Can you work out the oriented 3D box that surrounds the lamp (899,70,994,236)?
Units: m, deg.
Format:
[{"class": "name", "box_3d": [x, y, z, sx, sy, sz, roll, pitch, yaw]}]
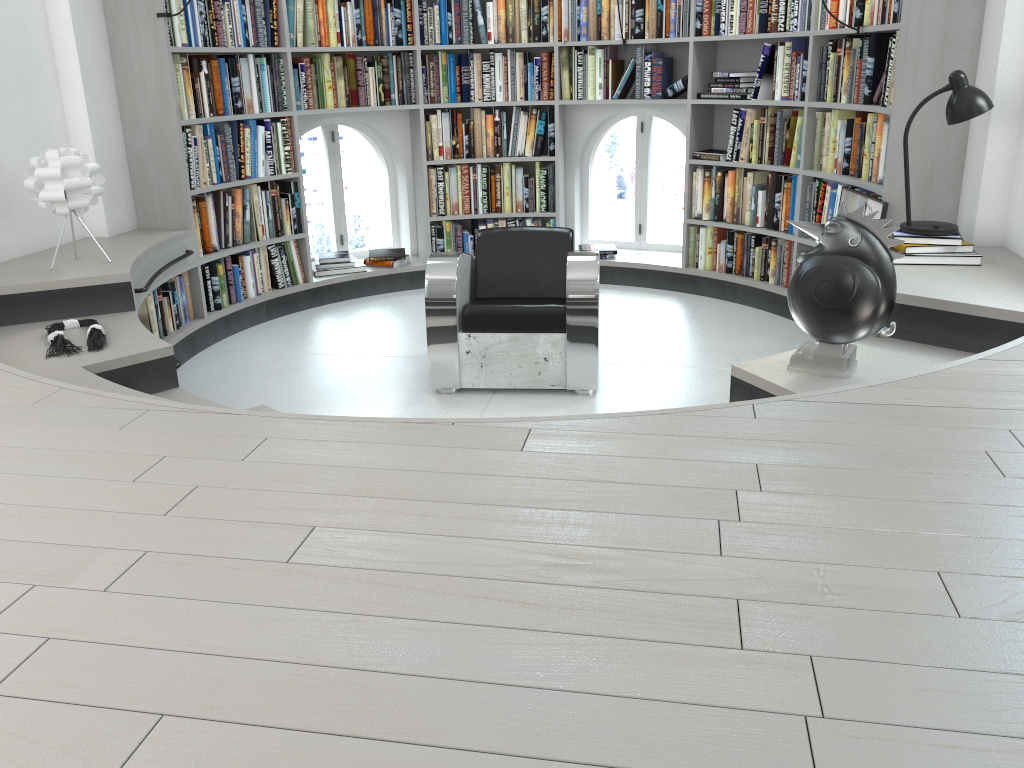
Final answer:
[{"class": "lamp", "box_3d": [1.798, -0.960, 3.689, 0.323, 0.654, 0.235, 8, 21, 25]}]

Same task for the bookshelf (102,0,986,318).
[{"class": "bookshelf", "box_3d": [0.181, -1.551, 5.490, 4.333, 1.864, 2.127, 2, 20, 10]}]

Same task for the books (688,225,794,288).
[{"class": "books", "box_3d": [1.664, -0.782, 5.551, 0.360, 0.308, 1.507, -11, 22, -25]}]

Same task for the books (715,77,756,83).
[{"class": "books", "box_3d": [1.448, -1.935, 5.634, 0.214, 0.036, 0.228, -12, 22, -27]}]

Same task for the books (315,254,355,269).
[{"class": "books", "box_3d": [-1.260, -0.869, 6.296, 0.269, 0.031, 0.288, -6, 20, -12]}]

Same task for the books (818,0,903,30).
[{"class": "books", "box_3d": [1.880, -1.981, 4.436, 0.293, 0.359, 1.023, -4, 20, -6]}]

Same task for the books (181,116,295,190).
[{"class": "books", "box_3d": [-1.716, -1.395, 5.318, 0.261, 0.356, 1.027, 8, 22, 26]}]

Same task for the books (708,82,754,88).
[{"class": "books", "box_3d": [1.449, -1.906, 5.643, 0.270, 0.031, 0.287, -12, 22, -27]}]

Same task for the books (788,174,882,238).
[{"class": "books", "box_3d": [1.894, -0.916, 4.844, 0.304, 0.355, 1.194, -4, 20, -7]}]

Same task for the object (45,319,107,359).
[{"class": "object", "box_3d": [-1.746, -0.191, 3.548, 0.218, 0.081, 0.476, -11, 22, -24]}]

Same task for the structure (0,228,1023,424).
[{"class": "structure", "box_3d": [-0.053, -0.361, 4.446, 4.724, 0.687, 4.737, -14, 23, -32]}]

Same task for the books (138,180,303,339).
[{"class": "books", "box_3d": [-1.811, -0.790, 5.264, 0.391, 0.689, 1.654, 5, 21, 20]}]

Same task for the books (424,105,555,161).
[{"class": "books", "box_3d": [-0.149, -1.791, 6.303, 0.997, 0.348, 0.300, -3, 19, -5]}]

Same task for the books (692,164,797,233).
[{"class": "books", "box_3d": [1.535, -1.211, 5.684, 0.273, 0.347, 0.877, -15, 24, -35]}]

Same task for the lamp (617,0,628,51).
[{"class": "lamp", "box_3d": [0.655, -2.427, 5.658, 0.113, 0.561, 0.360, 4, 20, 17]}]

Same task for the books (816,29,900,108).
[{"class": "books", "box_3d": [1.889, -1.615, 4.545, 0.279, 0.355, 1.062, -3, 20, -3]}]

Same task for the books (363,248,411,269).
[{"class": "books", "box_3d": [-0.899, -0.908, 6.399, 0.318, 0.099, 0.294, 3, 20, 12]}]

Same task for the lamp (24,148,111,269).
[{"class": "lamp", "box_3d": [-2.026, -0.810, 4.061, 0.305, 0.520, 0.308, -2, 19, 0]}]

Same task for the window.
[{"class": "window", "box_3d": [-0.158, -1.465, 6.512, 3.231, 1.141, 0.622, -3, 19, -3]}]

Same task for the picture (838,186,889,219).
[{"class": "picture", "box_3d": [1.752, -0.555, 4.604, 0.090, 0.855, 0.584, -1, 19, 1]}]

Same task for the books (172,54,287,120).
[{"class": "books", "box_3d": [-1.752, -1.763, 5.240, 0.303, 0.345, 1.096, 8, 22, 25]}]

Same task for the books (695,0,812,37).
[{"class": "books", "box_3d": [1.518, -2.289, 5.311, 0.307, 0.364, 0.975, -15, 23, -33]}]

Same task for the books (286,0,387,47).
[{"class": "books", "box_3d": [-1.189, -2.374, 5.749, 0.795, 0.370, 0.270, -15, 23, -33]}]

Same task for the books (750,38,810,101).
[{"class": "books", "box_3d": [1.697, -1.859, 5.238, 0.256, 0.347, 0.556, -13, 23, -30]}]

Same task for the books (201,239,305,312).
[{"class": "books", "box_3d": [-1.701, -0.718, 5.617, 0.283, 0.317, 0.925, 9, 22, 28]}]

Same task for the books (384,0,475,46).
[{"class": "books", "box_3d": [-0.580, -2.482, 6.039, 0.682, 0.343, 0.267, -6, 19, -11]}]

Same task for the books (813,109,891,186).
[{"class": "books", "box_3d": [1.906, -1.252, 4.660, 0.275, 0.344, 1.030, -3, 20, -4]}]

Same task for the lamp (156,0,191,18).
[{"class": "lamp", "box_3d": [-1.645, -2.074, 4.601, 0.414, 0.309, 0.117, 1, 19, 8]}]

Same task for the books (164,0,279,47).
[{"class": "books", "box_3d": [-1.758, -2.120, 5.098, 0.301, 0.358, 1.040, 8, 22, 25]}]

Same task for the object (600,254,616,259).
[{"class": "object", "box_3d": [0.629, -0.959, 6.522, 0.227, 0.036, 0.215, 9, 22, 26]}]

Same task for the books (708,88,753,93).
[{"class": "books", "box_3d": [1.450, -1.877, 5.653, 0.270, 0.031, 0.287, -20, 27, -41]}]

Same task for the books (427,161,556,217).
[{"class": "books", "box_3d": [-0.126, -1.428, 6.427, 1.032, 0.354, 0.295, -3, 19, -4]}]

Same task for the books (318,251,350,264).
[{"class": "books", "box_3d": [-1.261, -0.899, 6.286, 0.213, 0.036, 0.228, -6, 20, -12]}]

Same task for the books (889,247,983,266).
[{"class": "books", "box_3d": [1.774, -0.575, 3.830, 0.365, 0.042, 0.391, 2, 20, 10]}]

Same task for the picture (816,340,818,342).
[{"class": "picture", "box_3d": [1.680, -0.345, 4.495, 0.107, 0.550, 0.494, -1, 19, 1]}]

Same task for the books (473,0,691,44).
[{"class": "books", "box_3d": [0.491, -2.493, 5.958, 1.566, 0.364, 0.397, 4, 20, 16]}]

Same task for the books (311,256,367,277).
[{"class": "books", "box_3d": [-1.260, -0.837, 6.307, 0.366, 0.042, 0.391, -9, 21, -21]}]

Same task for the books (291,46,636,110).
[{"class": "books", "box_3d": [-0.348, -2.082, 6.036, 2.529, 0.367, 0.596, -4, 20, -8]}]

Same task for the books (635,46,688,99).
[{"class": "books", "box_3d": [1.042, -2.066, 5.875, 0.400, 0.338, 0.226, 10, 22, 29]}]

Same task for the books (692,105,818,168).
[{"class": "books", "box_3d": [1.568, -1.546, 5.494, 0.252, 0.349, 0.979, -15, 24, -34]}]

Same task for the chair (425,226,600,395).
[{"class": "chair", "box_3d": [0.034, -0.399, 4.530, 0.823, 0.713, 0.748, 0, 19, 6]}]

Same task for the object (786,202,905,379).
[{"class": "object", "box_3d": [1.074, -0.313, 2.904, 0.320, 0.557, 0.323, -7, 19, -15]}]

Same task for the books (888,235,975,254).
[{"class": "books", "box_3d": [1.773, -0.610, 3.819, 0.286, 0.034, 0.307, -1, 20, 1]}]

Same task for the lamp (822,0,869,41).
[{"class": "lamp", "box_3d": [1.663, -1.977, 4.392, 0.275, 0.520, 0.113, -1, 19, 2]}]

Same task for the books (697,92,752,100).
[{"class": "books", "box_3d": [1.451, -1.846, 5.663, 0.367, 0.042, 0.390, -17, 25, -36]}]

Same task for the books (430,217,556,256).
[{"class": "books", "box_3d": [-0.134, -1.084, 6.536, 1.019, 0.304, 0.290, -3, 19, -4]}]

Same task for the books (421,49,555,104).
[{"class": "books", "box_3d": [-0.162, -2.162, 6.224, 1.028, 0.356, 0.303, -3, 19, -3]}]

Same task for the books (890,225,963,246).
[{"class": "books", "box_3d": [1.773, -0.640, 3.809, 0.269, 0.031, 0.288, 6, 21, 20]}]

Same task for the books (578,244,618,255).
[{"class": "books", "box_3d": [0.628, -0.988, 6.512, 0.268, 0.029, 0.255, -1, 20, 1]}]

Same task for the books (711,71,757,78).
[{"class": "books", "box_3d": [1.447, -1.965, 5.624, 0.269, 0.031, 0.288, -5, 20, -8]}]
